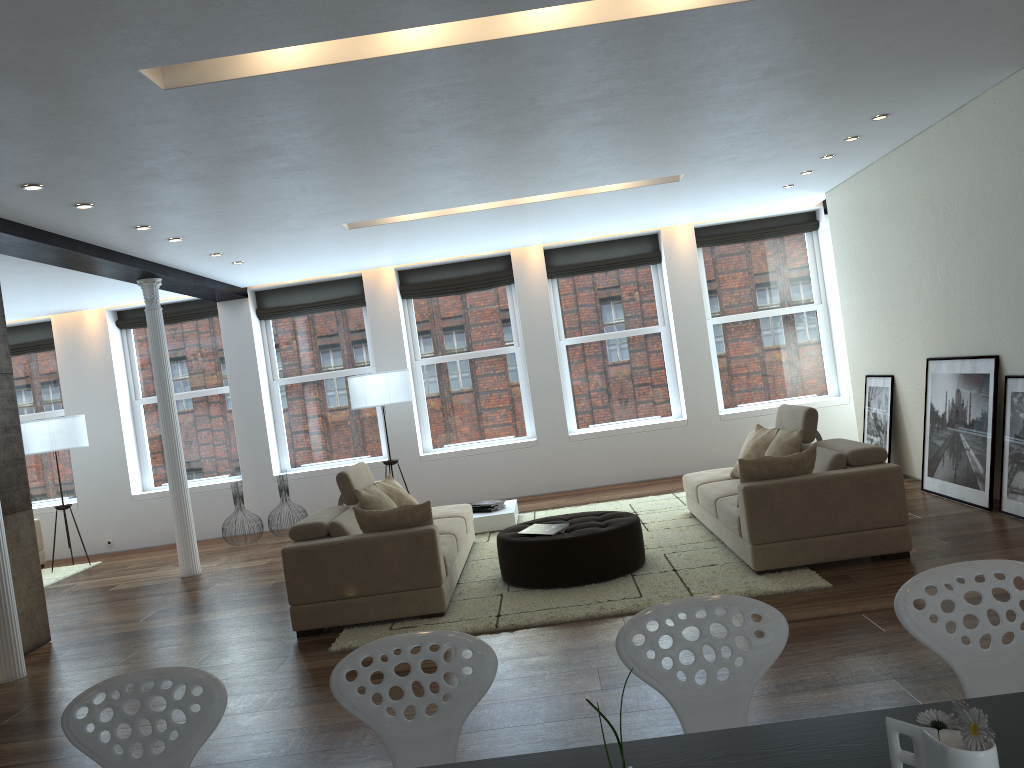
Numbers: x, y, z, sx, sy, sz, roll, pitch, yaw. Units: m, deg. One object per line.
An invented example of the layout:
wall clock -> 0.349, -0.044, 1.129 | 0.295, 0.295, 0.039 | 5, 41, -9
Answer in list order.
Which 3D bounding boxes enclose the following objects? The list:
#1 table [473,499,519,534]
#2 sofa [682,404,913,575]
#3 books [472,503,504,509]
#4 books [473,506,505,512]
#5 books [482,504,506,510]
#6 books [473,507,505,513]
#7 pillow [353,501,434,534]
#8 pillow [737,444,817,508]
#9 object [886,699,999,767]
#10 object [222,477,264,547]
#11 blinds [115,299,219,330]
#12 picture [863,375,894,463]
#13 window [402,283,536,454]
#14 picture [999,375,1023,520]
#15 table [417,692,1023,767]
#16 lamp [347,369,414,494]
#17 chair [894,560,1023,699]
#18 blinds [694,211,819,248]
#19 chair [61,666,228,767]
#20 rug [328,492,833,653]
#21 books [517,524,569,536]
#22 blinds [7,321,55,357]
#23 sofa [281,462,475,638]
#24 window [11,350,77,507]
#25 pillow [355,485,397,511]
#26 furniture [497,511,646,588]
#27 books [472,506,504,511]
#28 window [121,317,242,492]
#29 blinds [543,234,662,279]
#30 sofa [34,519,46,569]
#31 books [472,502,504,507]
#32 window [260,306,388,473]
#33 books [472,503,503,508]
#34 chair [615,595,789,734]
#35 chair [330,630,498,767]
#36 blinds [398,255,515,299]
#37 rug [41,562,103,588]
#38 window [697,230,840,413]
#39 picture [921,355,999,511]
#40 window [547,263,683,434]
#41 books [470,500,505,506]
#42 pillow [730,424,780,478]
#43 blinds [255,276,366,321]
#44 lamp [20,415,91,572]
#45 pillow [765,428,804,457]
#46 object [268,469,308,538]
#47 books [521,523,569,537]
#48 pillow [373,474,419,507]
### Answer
table -> -0.399, 1.372, 8.963 | 0.900, 0.170, 0.900 | -8, 0, 2
sofa -> 1.993, 0.678, 6.830 | 1.021, 0.950, 2.581 | -8, 0, 2
books -> -0.257, 1.223, 8.865 | 0.300, 0.010, 0.220 | -8, 0, 27
books -> -0.238, 1.249, 8.885 | 0.300, 0.010, 0.220 | -8, 0, 22
books -> -0.241, 1.230, 8.885 | 0.220, 0.010, 0.300 | -8, 0, -38
books -> -0.252, 1.261, 8.865 | 0.300, 0.010, 0.220 | -8, 0, 37
pillow -> -0.749, 0.957, 5.906 | 0.518, 0.393, 0.395 | -8, 0, 5
pillow -> 1.724, 0.613, 5.823 | 0.518, 0.393, 0.395 | -8, 0, -2
object -> 0.590, 0.528, 1.177 | 0.076, 0.233, 0.161 | -8, 0, -17
object -> -3.113, 1.454, 10.155 | 0.458, 0.781, 0.458 | -8, 0, 1
blinds -> -4.319, -0.893, 11.243 | 1.396, 0.275, 0.156 | -8, 0, 2
picture -> 3.657, 0.412, 8.883 | 0.195, 0.988, 0.700 | -8, 0, 2
window -> -0.557, -0.332, 11.190 | 1.442, 2.400, 0.123 | -8, 0, 2
picture -> 3.567, 0.442, 6.110 | 0.195, 0.988, 0.700 | -8, 0, 2
table -> 0.108, 1.083, 1.134 | 3.400, 0.733, 1.200 | -8, 0, 2
lamp -> -1.386, 0.733, 9.989 | 0.698, 1.728, 0.698 | -8, 0, 26
chair -> 1.211, 0.872, 1.997 | 0.495, 0.835, 0.581 | -8, 0, 2
blinds -> 3.002, -1.906, 10.997 | 1.563, 0.275, 0.156 | -8, 0, 2
chair -> -0.902, 1.166, 2.062 | 0.495, 0.835, 0.581 | -8, 0, 2
rug -> 0.455, 1.359, 7.317 | 2.972, 0.020, 4.231 | -8, 0, 2
books -> 0.220, 1.023, 6.225 | 0.301, 0.040, 0.220 | -8, 0, 37
blinds -> -6.358, -0.549, 11.312 | 1.342, 0.393, 0.156 | -8, 0, 2
sofa -> -0.924, 1.084, 6.928 | 1.021, 0.950, 2.581 | -8, 0, 2
window -> -6.216, 0.455, 11.381 | 1.345, 2.400, 0.123 | -8, 0, 2
pillow -> -0.963, 0.960, 6.674 | 0.301, 0.439, 0.534 | -8, 0, 5
furniture -> 0.424, 1.180, 6.434 | 1.057, 0.355, 1.057 | -8, 0, 4
books -> -0.255, 1.242, 8.865 | 0.300, 0.010, 0.220 | -8, 0, 37
window -> -4.168, 0.170, 11.312 | 1.391, 2.400, 0.123 | -8, 0, 2
blinds -> 1.125, -1.590, 11.060 | 1.442, 0.393, 0.156 | -8, 0, 2
sofa -> -6.886, 1.895, 10.102 | 2.581, 0.950, 1.018 | -8, 0, 2
books -> -0.260, 1.204, 8.865 | 0.300, 0.010, 0.220 | -8, 0, 37
window -> -2.375, -0.079, 11.252 | 1.432, 2.400, 0.123 | -8, 0, 2
books -> -0.244, 1.211, 8.885 | 0.300, 0.010, 0.220 | -8, 0, 17
chair -> 0.517, 0.969, 2.025 | 0.495, 0.835, 0.581 | -8, 0, 2
chair -> -0.212, 1.070, 2.058 | 0.495, 0.835, 0.581 | -8, 0, 2
blinds -> -0.696, -1.330, 11.122 | 1.439, 0.424, 0.156 | -8, 0, 2
rug -> -6.882, 2.371, 8.841 | 4.231, 0.020, 2.972 | -8, 0, 2
window -> 3.150, -0.848, 11.066 | 1.563, 2.400, 0.123 | -8, 0, 2
picture -> 3.576, 0.359, 7.130 | 0.225, 1.140, 1.183 | -8, 0, 2
window -> 1.266, -0.586, 11.129 | 1.443, 2.400, 0.123 | -8, 0, 2
books -> -0.246, 1.192, 8.885 | 0.300, 0.010, 0.220 | -8, 0, 42
pillow -> 1.990, 0.556, 7.199 | 0.368, 0.416, 0.519 | -8, 0, -3
blinds -> -2.518, -1.083, 11.167 | 1.431, 0.395, 0.183 | -8, 0, 2
lamp -> -5.137, 1.254, 10.115 | 0.698, 1.728, 0.698 | -8, 0, 26
pillow -> 1.981, 0.551, 6.575 | 0.301, 0.439, 0.534 | -8, 0, -2
object -> -2.644, 1.388, 10.357 | 0.458, 0.781, 0.458 | -8, 0, 1
books -> 0.236, 1.028, 6.246 | 0.300, 0.031, 0.219 | -8, 0, 17
pillow -> -0.929, 0.962, 7.298 | 0.368, 0.416, 0.519 | -8, 0, 6
